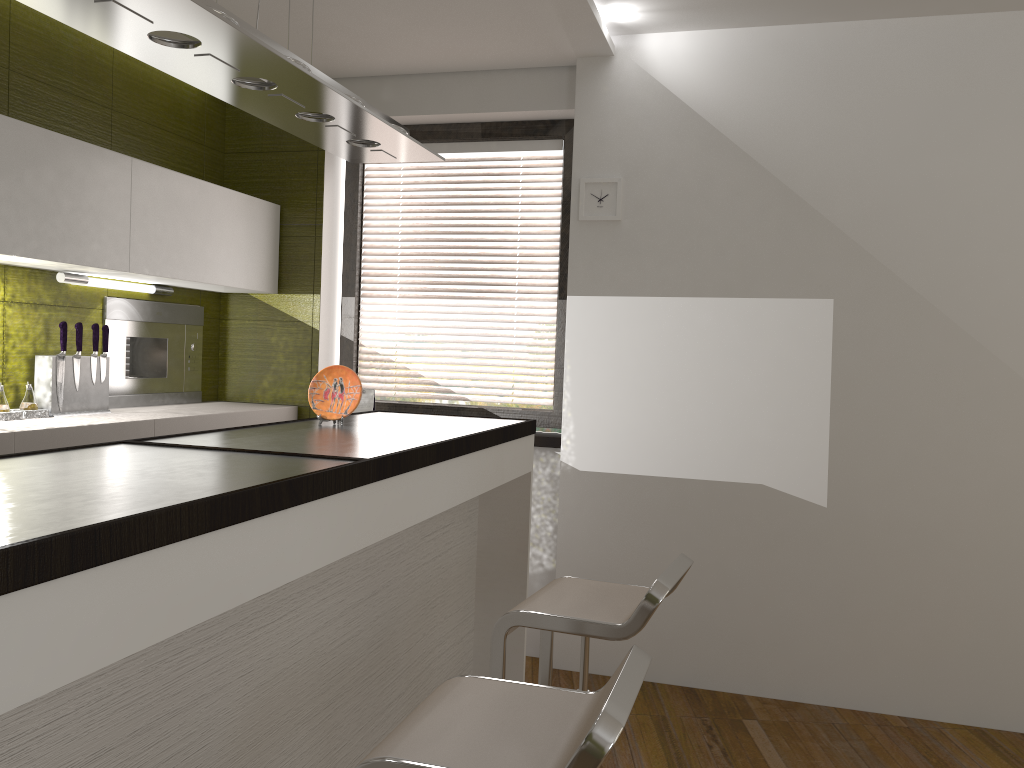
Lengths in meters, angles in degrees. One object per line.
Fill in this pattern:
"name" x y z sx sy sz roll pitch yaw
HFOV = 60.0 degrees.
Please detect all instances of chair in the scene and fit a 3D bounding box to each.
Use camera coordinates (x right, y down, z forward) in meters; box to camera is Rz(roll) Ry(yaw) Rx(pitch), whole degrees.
"chair" 0.208 0.881 2.360 0.460 0.857 0.418 3 2 21
"chair" -0.024 0.899 1.545 0.460 0.857 0.418 3 2 16

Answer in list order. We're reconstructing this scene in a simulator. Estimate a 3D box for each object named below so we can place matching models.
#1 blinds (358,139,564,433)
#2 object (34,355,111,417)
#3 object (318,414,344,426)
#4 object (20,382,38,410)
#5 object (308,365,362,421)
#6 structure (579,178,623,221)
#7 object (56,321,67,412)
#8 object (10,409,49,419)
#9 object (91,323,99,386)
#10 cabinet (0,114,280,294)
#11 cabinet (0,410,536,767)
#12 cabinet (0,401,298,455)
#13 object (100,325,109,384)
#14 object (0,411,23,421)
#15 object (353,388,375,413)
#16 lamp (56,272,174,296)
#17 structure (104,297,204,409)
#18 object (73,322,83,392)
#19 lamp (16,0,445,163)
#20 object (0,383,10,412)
"blinds" -2.135 -3.246 7.870 16.000 12.704 9.030 1 2 -35
"object" -1.678 0.006 3.390 0.107 0.227 0.293 3 2 16
"object" -0.572 0.065 2.866 0.088 0.131 0.072 3 2 11
"object" -1.740 0.052 3.195 0.059 0.121 0.059 2 2 -17
"object" -0.571 0.028 2.865 0.184 0.178 0.055 3 2 12
"structure" 0.381 -0.790 3.799 0.180 0.180 0.026 3 2 16
"object" -1.665 -0.063 3.274 0.013 0.339 0.046 3 2 16
"object" -1.742 0.107 3.197 0.107 0.032 0.107 3 2 27
"object" -1.617 -0.114 3.434 0.013 0.243 0.036 3 2 16
"cabinet" -1.867 0.171 2.767 0.724 2.089 3.471 3 2 16
"cabinet" -0.651 0.719 2.076 0.663 1.134 2.947 3 2 16
"cabinet" -1.696 0.672 3.006 0.465 1.086 2.940 3 2 16
"object" -1.603 -0.117 3.482 0.013 0.231 0.040 3 2 16
"object" -1.768 0.110 3.061 0.107 0.032 0.107 3 2 16
"object" -0.716 0.106 4.280 0.106 0.169 0.057 3 2 10
"lamp" -1.635 -0.413 3.703 0.095 0.041 0.716 3 2 16
"structure" -1.600 -0.133 4.002 0.015 0.469 0.663 3 2 16
"object" -1.642 -0.102 3.349 0.013 0.264 0.042 3 2 16
"lamp" -0.586 -1.038 2.055 0.326 0.683 1.677 3 2 16
"object" -1.766 0.056 3.059 0.059 0.121 0.059 1 2 -28
